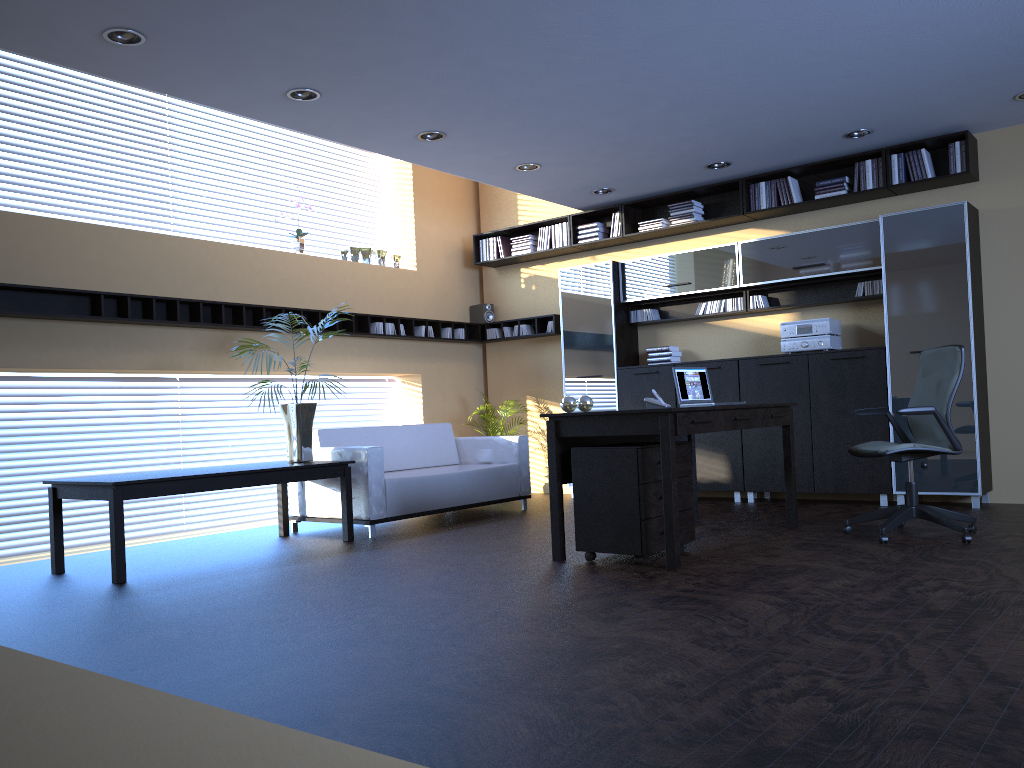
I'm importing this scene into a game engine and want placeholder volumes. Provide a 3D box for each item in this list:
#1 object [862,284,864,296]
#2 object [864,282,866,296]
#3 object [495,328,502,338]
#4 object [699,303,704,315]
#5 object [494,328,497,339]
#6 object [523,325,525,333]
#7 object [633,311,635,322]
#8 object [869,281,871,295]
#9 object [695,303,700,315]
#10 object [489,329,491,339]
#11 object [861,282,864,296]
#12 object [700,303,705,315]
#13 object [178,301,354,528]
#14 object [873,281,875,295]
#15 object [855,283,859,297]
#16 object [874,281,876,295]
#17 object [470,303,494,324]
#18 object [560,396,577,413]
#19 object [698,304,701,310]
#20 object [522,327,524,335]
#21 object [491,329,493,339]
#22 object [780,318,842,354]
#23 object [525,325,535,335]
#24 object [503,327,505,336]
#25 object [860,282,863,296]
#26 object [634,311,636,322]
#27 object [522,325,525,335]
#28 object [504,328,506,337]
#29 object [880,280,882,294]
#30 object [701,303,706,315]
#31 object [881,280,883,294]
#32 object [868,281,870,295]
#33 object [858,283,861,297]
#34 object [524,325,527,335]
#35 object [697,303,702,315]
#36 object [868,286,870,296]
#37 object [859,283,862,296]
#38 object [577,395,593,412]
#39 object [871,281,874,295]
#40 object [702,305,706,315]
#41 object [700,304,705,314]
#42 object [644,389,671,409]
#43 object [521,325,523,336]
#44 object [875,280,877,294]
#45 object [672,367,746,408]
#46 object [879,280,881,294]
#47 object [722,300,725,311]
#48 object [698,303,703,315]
[{"bbox_3d":[3.070,-0.818,7.704,0.030,0.120,0.142,-3,-1,38],"label":"object"},{"bbox_3d":[3.085,-0.819,7.690,0.009,0.120,0.142,-3,-1,38],"label":"object"},{"bbox_3d":[-0.135,-0.580,10.210,0.040,0.118,0.142,-3,-2,38],"label":"object"},{"bbox_3d":[1.876,-0.727,8.633,0.055,0.110,0.140,-3,-2,38],"label":"object"},{"bbox_3d":[-0.154,-0.580,10.225,0.009,0.120,0.142,-3,-1,38],"label":"object"},{"bbox_3d":[0.180,-0.605,9.964,0.030,0.120,0.142,-3,-1,38],"label":"object"},{"bbox_3d":[1.286,-0.687,9.095,0.009,0.120,0.142,-3,-1,38],"label":"object"},{"bbox_3d":[3.119,-0.822,7.667,0.009,0.120,0.142,-3,-1,38],"label":"object"},{"bbox_3d":[1.843,-0.725,8.656,0.059,0.113,0.142,-3,-2,38],"label":"object"},{"bbox_3d":[-0.211,-0.576,10.269,0.009,0.120,0.142,-3,-1,38],"label":"object"},{"bbox_3d":[3.064,-0.818,7.698,0.026,0.117,0.140,-3,-1,38],"label":"object"},{"bbox_3d":[1.887,-0.728,8.630,0.055,0.110,0.140,-3,-2,38],"label":"object"},{"bbox_3d":[-1.991,0.312,7.312,1.039,1.859,1.897,-2,-1,-32],"label":"object"},{"bbox_3d":[3.143,-0.824,7.651,0.006,0.118,0.140,-3,-1,38],"label":"object"},{"bbox_3d":[3.034,-0.814,7.733,0.040,0.118,0.142,-3,-2,38],"label":"object"},{"bbox_3d":[3.145,-0.824,7.635,0.009,0.120,0.142,-3,-1,38],"label":"object"},{"bbox_3d":[-0.345,-0.810,10.379,0.159,0.229,0.254,-2,-2,-42],"label":"object"},{"bbox_3d":[0.355,0.127,5.538,0.105,0.105,0.105,-2,-2,-33],"label":"object"},{"bbox_3d":[1.858,-0.725,8.658,0.059,0.113,0.142,-3,-2,38],"label":"object"},{"bbox_3d":[0.164,-0.603,9.976,0.030,0.120,0.142,-3,-1,38],"label":"object"},{"bbox_3d":[-0.187,-0.578,10.250,0.009,0.120,0.142,-3,-1,38],"label":"object"},{"bbox_3d":[2.646,-0.416,7.848,0.430,0.282,0.363,-4,-2,38],"label":"object"},{"bbox_3d":[0.200,-0.605,9.948,0.040,0.118,0.142,-3,-2,38],"label":"object"},{"bbox_3d":[-0.045,-0.588,10.139,0.030,0.120,0.142,-3,-1,38],"label":"object"},{"bbox_3d":[3.062,-0.817,7.711,0.030,0.120,0.142,-3,-1,38],"label":"object"},{"bbox_3d":[1.298,-0.687,9.093,0.009,0.120,0.142,-3,-1,38],"label":"object"},{"bbox_3d":[0.172,-0.604,9.970,0.030,0.120,0.142,-3,-1,38],"label":"object"},{"bbox_3d":[-0.037,-0.589,10.133,0.030,0.120,0.142,-3,-1,38],"label":"object"},{"bbox_3d":[3.188,-0.827,7.609,0.006,0.118,0.140,-3,-1,38],"label":"object"},{"bbox_3d":[1.893,-0.728,8.622,0.055,0.110,0.140,-3,-2,38],"label":"object"},{"bbox_3d":[3.191,-0.828,7.596,0.009,0.120,0.142,-3,-1,38],"label":"object"},{"bbox_3d":[3.102,-0.821,7.662,0.009,0.120,0.142,-3,-1,38],"label":"object"},{"bbox_3d":[3.046,-0.816,7.724,0.030,0.120,0.142,-3,-1,38],"label":"object"},{"bbox_3d":[0.188,-0.605,9.957,0.030,0.120,0.142,-3,-1,38],"label":"object"},{"bbox_3d":[1.862,-0.726,8.648,0.059,0.113,0.142,-3,-2,38],"label":"object"},{"bbox_3d":[3.104,-0.821,7.664,0.009,0.124,0.142,-3,-1,38],"label":"object"},{"bbox_3d":[3.054,-0.817,7.717,0.030,0.120,0.142,-3,-1,38],"label":"object"},{"bbox_3d":[0.461,0.124,5.592,0.105,0.105,0.105,-2,-2,-33],"label":"object"},{"bbox_3d":[3.129,-0.823,7.648,0.009,0.120,0.142,-3,-1,38],"label":"object"},{"bbox_3d":[1.897,-0.728,8.627,0.059,0.113,0.142,-3,-2,38],"label":"object"},{"bbox_3d":[1.887,-0.728,8.631,0.059,0.113,0.142,-3,-2,38],"label":"object"},{"bbox_3d":[0.945,0.098,5.764,0.146,0.126,0.130,-3,-1,23],"label":"object"},{"bbox_3d":[0.147,-0.603,9.989,0.009,0.120,0.142,-3,-1,38],"label":"object"},{"bbox_3d":[3.151,-0.825,7.626,0.009,0.120,0.142,-3,-1,38],"label":"object"},{"bbox_3d":[1.356,0.012,6.092,0.390,0.283,0.323,-1,-2,-42],"label":"object"},{"bbox_3d":[3.176,-0.827,7.610,0.009,0.120,0.142,-3,-1,38],"label":"object"},{"bbox_3d":[2.053,-0.743,8.495,0.036,0.116,0.140,-3,-2,38],"label":"object"},{"bbox_3d":[1.870,-0.727,8.642,0.059,0.113,0.142,-3,-2,38],"label":"object"}]
